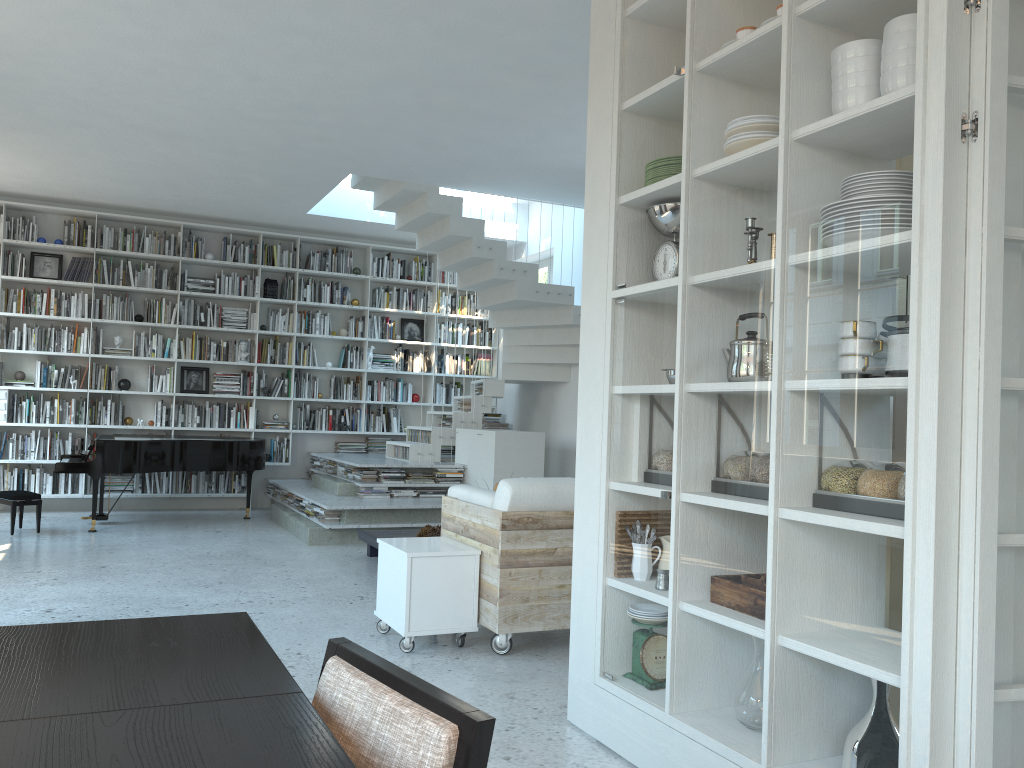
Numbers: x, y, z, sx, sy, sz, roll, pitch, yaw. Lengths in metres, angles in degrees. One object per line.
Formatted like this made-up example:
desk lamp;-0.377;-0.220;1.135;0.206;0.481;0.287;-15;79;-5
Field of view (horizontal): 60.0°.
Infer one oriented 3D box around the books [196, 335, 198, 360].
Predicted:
books;-3.492;-0.396;9.807;0.010;0.280;0.170;3;-2;-25

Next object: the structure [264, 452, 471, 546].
structure;-1.008;1.140;9.401;2.900;0.659;3.113;3;-2;-25

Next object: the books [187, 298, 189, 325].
books;-3.589;-0.785;9.792;0.014;0.313;0.133;3;-2;-25

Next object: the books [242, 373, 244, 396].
books;-3.053;0.005;10.016;0.011;0.260;0.184;3;-2;-25

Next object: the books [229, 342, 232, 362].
books;-3.180;-0.353;9.980;0.025;0.230;0.143;3;-2;-25

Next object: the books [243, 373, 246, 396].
books;-3.037;0.008;10.036;0.013;0.256;0.163;3;-2;-25

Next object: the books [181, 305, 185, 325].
books;-3.632;-0.745;9.770;0.027;0.228;0.147;3;-2;-25

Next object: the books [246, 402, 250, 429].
books;-2.998;0.355;10.053;0.011;0.300;0.149;3;-2;-25

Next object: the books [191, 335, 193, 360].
books;-3.548;-0.399;9.813;0.010;0.284;0.136;3;-2;-25

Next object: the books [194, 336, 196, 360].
books;-3.506;-0.390;9.784;0.015;0.266;0.189;3;-2;-25

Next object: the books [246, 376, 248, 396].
books;-3.019;0.021;10.051;0.013;0.232;0.134;3;-2;-25

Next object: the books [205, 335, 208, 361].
books;-3.404;-0.393;9.858;0.013;0.283;0.176;3;-2;-25

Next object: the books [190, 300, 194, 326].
books;-3.544;-0.774;9.804;0.029;0.295;0.151;3;-2;-25

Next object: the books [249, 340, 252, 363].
books;-2.972;-0.361;10.057;0.014;0.266;0.154;3;-2;-25

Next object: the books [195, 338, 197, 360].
books;-3.509;-0.378;9.818;0.010;0.244;0.149;3;-2;-25

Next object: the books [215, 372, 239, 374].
books;-3.202;-0.120;9.951;0.254;0.012;0.161;3;-2;-21

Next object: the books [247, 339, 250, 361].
books;-2.997;-0.368;10.064;0.025;0.279;0.108;3;-2;-25

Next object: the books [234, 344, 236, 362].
books;-3.136;-0.340;9.997;0.022;0.206;0.114;3;-2;-25

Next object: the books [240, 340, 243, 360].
books;-3.066;-0.364;10.030;0.014;0.263;0.135;3;-2;-25

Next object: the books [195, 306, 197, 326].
books;-3.504;-0.741;9.817;0.014;0.233;0.147;3;-2;-25

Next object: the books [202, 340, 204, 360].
books;-3.439;-0.367;9.841;0.012;0.228;0.169;3;-2;-25

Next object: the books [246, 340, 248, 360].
books;-3.015;-0.360;10.043;0.025;0.259;0.130;3;-2;-25

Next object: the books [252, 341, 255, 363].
books;-2.951;-0.359;10.088;0.023;0.264;0.107;3;-2;-25

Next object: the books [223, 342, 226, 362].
books;-3.230;-0.354;9.926;0.029;0.224;0.185;3;-2;-25

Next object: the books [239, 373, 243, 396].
books;-3.065;0.008;10.014;0.012;0.254;0.161;3;-2;-25

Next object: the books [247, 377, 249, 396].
books;-3.003;0.030;10.056;0.021;0.217;0.132;3;-2;-25

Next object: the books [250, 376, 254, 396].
books;-2.956;0.025;10.047;0.034;0.229;0.199;3;-2;-25

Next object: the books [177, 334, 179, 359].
books;-3.677;-0.405;9.751;0.010;0.282;0.140;3;-2;-25

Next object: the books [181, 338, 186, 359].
books;-3.616;-0.383;9.764;0.042;0.242;0.162;3;-2;-25

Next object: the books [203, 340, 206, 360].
books;-3.425;-0.370;9.855;0.025;0.236;0.137;3;-2;-25

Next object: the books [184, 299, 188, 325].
books;-3.600;-0.778;9.766;0.026;0.297;0.179;3;-2;-25

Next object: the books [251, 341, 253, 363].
books;-2.965;-0.358;10.074;0.014;0.261;0.137;3;-2;-25

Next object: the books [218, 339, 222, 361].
books;-3.264;-0.373;9.926;0.014;0.258;0.161;3;-2;-25

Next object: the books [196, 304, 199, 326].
books;-3.490;-0.749;9.819;0.014;0.250;0.172;3;-2;-25

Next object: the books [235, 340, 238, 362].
books;-3.112;-0.365;10.002;0.024;0.259;0.126;3;-2;-25

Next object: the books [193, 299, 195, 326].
books;-3.523;-0.776;9.805;0.011;0.300;0.179;3;-2;-25

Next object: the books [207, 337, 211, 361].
books;-3.380;-0.384;9.853;0.028;0.267;0.190;3;-2;-25

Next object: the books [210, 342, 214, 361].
books;-3.353;-0.356;9.881;0.024;0.216;0.175;3;-2;-25

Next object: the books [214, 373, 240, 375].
books;-3.204;-0.108;9.953;0.254;0.012;0.161;3;-2;-28

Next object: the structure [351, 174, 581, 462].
structure;-0.663;-0.553;9.153;2.614;3.381;1.954;3;-2;-25

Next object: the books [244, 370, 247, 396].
books;-3.025;-0.007;10.041;0.011;0.288;0.152;3;-2;-25

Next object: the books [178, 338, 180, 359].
books;-3.668;-0.381;9.754;0.011;0.235;0.142;3;-2;-25

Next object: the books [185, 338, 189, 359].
books;-3.589;-0.384;9.786;0.026;0.248;0.139;3;-2;-25

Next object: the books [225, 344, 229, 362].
books;-3.205;-0.341;9.939;0.029;0.200;0.178;3;-2;-25

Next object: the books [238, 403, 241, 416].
books;-3.084;0.359;10.023;0.010;0.284;0.132;3;-2;-25

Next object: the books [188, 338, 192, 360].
books;-3.562;-0.379;9.793;0.029;0.240;0.155;3;-2;-25

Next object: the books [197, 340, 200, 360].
books;-3.487;-0.369;9.834;0.024;0.228;0.147;3;-2;-25

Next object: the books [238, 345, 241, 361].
books;-3.086;-0.335;10.011;0.035;0.201;0.149;3;-2;-25

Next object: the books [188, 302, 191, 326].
books;-3.562;-0.761;9.776;0.025;0.266;0.185;3;-2;-25

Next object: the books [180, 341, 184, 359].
books;-3.629;-0.367;9.745;0.053;0.208;0.156;3;-2;-25

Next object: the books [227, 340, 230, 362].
books;-3.181;-0.362;9.939;0.012;0.245;0.186;3;-2;-25

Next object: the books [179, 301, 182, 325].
books;-3.649;-0.766;9.745;0.026;0.267;0.170;3;-2;-25

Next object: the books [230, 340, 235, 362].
books;-3.149;-0.367;9.973;0.025;0.258;0.150;3;-2;-25

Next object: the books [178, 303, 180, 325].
books;-3.671;-0.760;9.747;0.012;0.254;0.161;3;-2;-25

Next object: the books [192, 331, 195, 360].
books;-3.518;-0.416;9.779;0.014;0.317;0.188;3;-2;-25

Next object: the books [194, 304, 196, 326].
books;-3.515;-0.751;9.811;0.011;0.252;0.153;3;-2;-25

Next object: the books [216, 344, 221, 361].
books;-3.298;-0.344;9.921;0.050;0.199;0.145;3;-2;-25

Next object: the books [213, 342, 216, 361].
books;-3.329;-0.354;9.893;0.030;0.215;0.168;3;-2;-25

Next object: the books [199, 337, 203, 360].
books;-3.465;-0.383;9.851;0.028;0.259;0.134;3;-2;-25

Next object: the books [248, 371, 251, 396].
books;-2.980;-0.001;10.048;0.011;0.279;0.186;3;-2;-25
